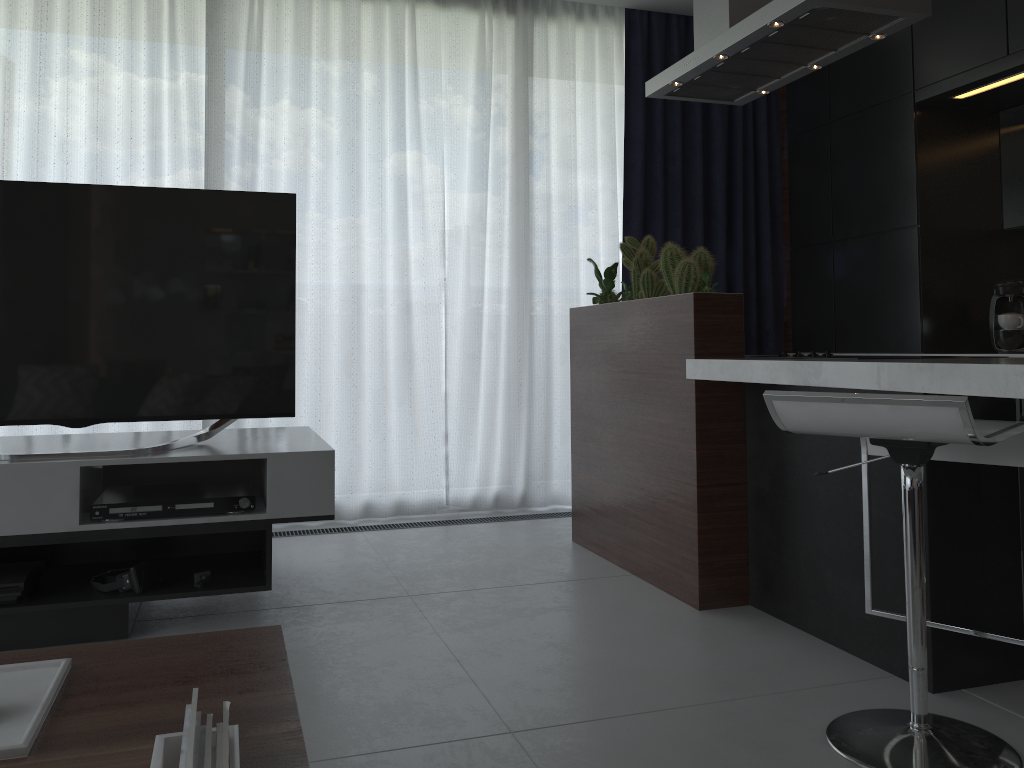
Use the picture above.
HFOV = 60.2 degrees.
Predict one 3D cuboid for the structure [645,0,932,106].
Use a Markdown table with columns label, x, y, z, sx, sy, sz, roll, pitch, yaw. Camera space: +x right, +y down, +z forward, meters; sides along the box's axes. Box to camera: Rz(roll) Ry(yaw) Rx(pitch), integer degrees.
| label | x | y | z | sx | sy | sz | roll | pitch | yaw |
| --- | --- | --- | --- | --- | --- | --- | --- | --- | --- |
| structure | 0.903 | -1.514 | 3.136 | 0.446 | 0.762 | 1.042 | 0 | 0 | -18 |

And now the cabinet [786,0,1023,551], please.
| label | x | y | z | sx | sy | sz | roll | pitch | yaw |
| --- | --- | --- | --- | --- | --- | --- | --- | --- | --- |
| cabinet | 2.339 | -0.627 | 3.211 | 0.705 | 2.559 | 3.474 | 0 | 0 | -18 |

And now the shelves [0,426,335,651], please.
| label | x | y | z | sx | sy | sz | roll | pitch | yaw |
| --- | --- | --- | --- | --- | --- | --- | --- | --- | --- |
| shelves | -1.767 | 0.452 | 2.624 | 2.349 | 0.501 | 0.872 | -1 | 1 | -18 |

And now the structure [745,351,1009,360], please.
| label | x | y | z | sx | sy | sz | roll | pitch | yaw |
| --- | --- | --- | --- | --- | --- | --- | --- | --- | --- |
| structure | 1.024 | -0.073 | 2.740 | 0.504 | 0.057 | 0.763 | -1 | 2 | -18 |

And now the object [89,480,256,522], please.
| label | x | y | z | sx | sy | sz | roll | pitch | yaw |
| --- | --- | --- | --- | --- | --- | --- | --- | --- | --- |
| object | -0.984 | 0.342 | 2.603 | 0.430 | 0.053 | 0.335 | -1 | 2 | -18 |

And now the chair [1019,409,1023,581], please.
| label | x | y | z | sx | sy | sz | roll | pitch | yaw |
| --- | --- | --- | --- | --- | --- | --- | --- | --- | --- |
| chair | 1.467 | 0.336 | 1.948 | 0.464 | 0.743 | 0.395 | 0 | -2 | -22 |

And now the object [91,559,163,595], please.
| label | x | y | z | sx | sy | sz | roll | pitch | yaw |
| --- | --- | --- | --- | --- | --- | --- | --- | --- | --- |
| object | -1.096 | 0.538 | 2.490 | 0.184 | 0.079 | 0.117 | 0 | 1 | 12 |

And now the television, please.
| label | x | y | z | sx | sy | sz | roll | pitch | yaw |
| --- | --- | --- | --- | --- | --- | --- | --- | --- | --- |
| television | -1.271 | -0.196 | 2.603 | 1.230 | 0.789 | 0.297 | -1 | -2 | -18 |

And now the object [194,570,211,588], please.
| label | x | y | z | sx | sy | sz | roll | pitch | yaw |
| --- | --- | --- | --- | --- | --- | --- | --- | --- | --- |
| object | -0.875 | 0.552 | 2.498 | 0.044 | 0.043 | 0.043 | 0 | 0 | -18 |

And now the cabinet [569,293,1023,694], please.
| label | x | y | z | sx | sy | sz | roll | pitch | yaw |
| --- | --- | --- | --- | --- | --- | --- | --- | --- | --- |
| cabinet | 1.089 | -0.579 | 2.261 | 0.786 | 2.558 | 3.330 | 0 | 0 | -18 |

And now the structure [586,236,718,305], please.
| label | x | y | z | sx | sy | sz | roll | pitch | yaw |
| --- | --- | --- | --- | --- | --- | --- | --- | --- | --- |
| structure | 0.476 | -0.422 | 3.239 | 0.222 | 0.286 | 0.999 | 0 | 2 | -15 |

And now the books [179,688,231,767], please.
| label | x | y | z | sx | sy | sz | roll | pitch | yaw |
| --- | --- | --- | --- | --- | --- | --- | --- | --- | --- |
| books | 2.428 | 0.389 | 3.140 | 8.235 | 0.374 | 0.404 | -2 | 1 | -39 |

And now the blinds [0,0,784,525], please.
| label | x | y | z | sx | sy | sz | roll | pitch | yaw |
| --- | --- | --- | --- | --- | --- | --- | --- | --- | --- |
| blinds | -0.407 | -0.617 | 0.744 | 5.798 | 2.779 | 7.129 | -1 | 2 | -14 |

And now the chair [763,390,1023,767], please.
| label | x | y | z | sx | sy | sz | roll | pitch | yaw |
| --- | --- | --- | --- | --- | --- | --- | --- | --- | --- |
| chair | 0.779 | 0.364 | 1.757 | 0.395 | 0.711 | 0.463 | -2 | -2 | 45 |

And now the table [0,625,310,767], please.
| label | x | y | z | sx | sy | sz | roll | pitch | yaw |
| --- | --- | --- | --- | --- | --- | --- | --- | --- | --- |
| table | -0.639 | 0.585 | 0.952 | 0.800 | 0.353 | 0.804 | -1 | 2 | -18 |

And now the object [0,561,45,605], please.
| label | x | y | z | sx | sy | sz | roll | pitch | yaw |
| --- | --- | --- | --- | --- | --- | --- | --- | --- | --- |
| object | -1.485 | 0.547 | 2.420 | 0.314 | 0.067 | 0.313 | -1 | 2 | -18 |

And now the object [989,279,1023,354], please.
| label | x | y | z | sx | sy | sz | roll | pitch | yaw |
| --- | --- | --- | --- | --- | --- | --- | --- | --- | --- |
| object | 2.148 | -0.284 | 3.714 | 0.269 | 0.313 | 0.214 | 0 | -1 | -33 |
